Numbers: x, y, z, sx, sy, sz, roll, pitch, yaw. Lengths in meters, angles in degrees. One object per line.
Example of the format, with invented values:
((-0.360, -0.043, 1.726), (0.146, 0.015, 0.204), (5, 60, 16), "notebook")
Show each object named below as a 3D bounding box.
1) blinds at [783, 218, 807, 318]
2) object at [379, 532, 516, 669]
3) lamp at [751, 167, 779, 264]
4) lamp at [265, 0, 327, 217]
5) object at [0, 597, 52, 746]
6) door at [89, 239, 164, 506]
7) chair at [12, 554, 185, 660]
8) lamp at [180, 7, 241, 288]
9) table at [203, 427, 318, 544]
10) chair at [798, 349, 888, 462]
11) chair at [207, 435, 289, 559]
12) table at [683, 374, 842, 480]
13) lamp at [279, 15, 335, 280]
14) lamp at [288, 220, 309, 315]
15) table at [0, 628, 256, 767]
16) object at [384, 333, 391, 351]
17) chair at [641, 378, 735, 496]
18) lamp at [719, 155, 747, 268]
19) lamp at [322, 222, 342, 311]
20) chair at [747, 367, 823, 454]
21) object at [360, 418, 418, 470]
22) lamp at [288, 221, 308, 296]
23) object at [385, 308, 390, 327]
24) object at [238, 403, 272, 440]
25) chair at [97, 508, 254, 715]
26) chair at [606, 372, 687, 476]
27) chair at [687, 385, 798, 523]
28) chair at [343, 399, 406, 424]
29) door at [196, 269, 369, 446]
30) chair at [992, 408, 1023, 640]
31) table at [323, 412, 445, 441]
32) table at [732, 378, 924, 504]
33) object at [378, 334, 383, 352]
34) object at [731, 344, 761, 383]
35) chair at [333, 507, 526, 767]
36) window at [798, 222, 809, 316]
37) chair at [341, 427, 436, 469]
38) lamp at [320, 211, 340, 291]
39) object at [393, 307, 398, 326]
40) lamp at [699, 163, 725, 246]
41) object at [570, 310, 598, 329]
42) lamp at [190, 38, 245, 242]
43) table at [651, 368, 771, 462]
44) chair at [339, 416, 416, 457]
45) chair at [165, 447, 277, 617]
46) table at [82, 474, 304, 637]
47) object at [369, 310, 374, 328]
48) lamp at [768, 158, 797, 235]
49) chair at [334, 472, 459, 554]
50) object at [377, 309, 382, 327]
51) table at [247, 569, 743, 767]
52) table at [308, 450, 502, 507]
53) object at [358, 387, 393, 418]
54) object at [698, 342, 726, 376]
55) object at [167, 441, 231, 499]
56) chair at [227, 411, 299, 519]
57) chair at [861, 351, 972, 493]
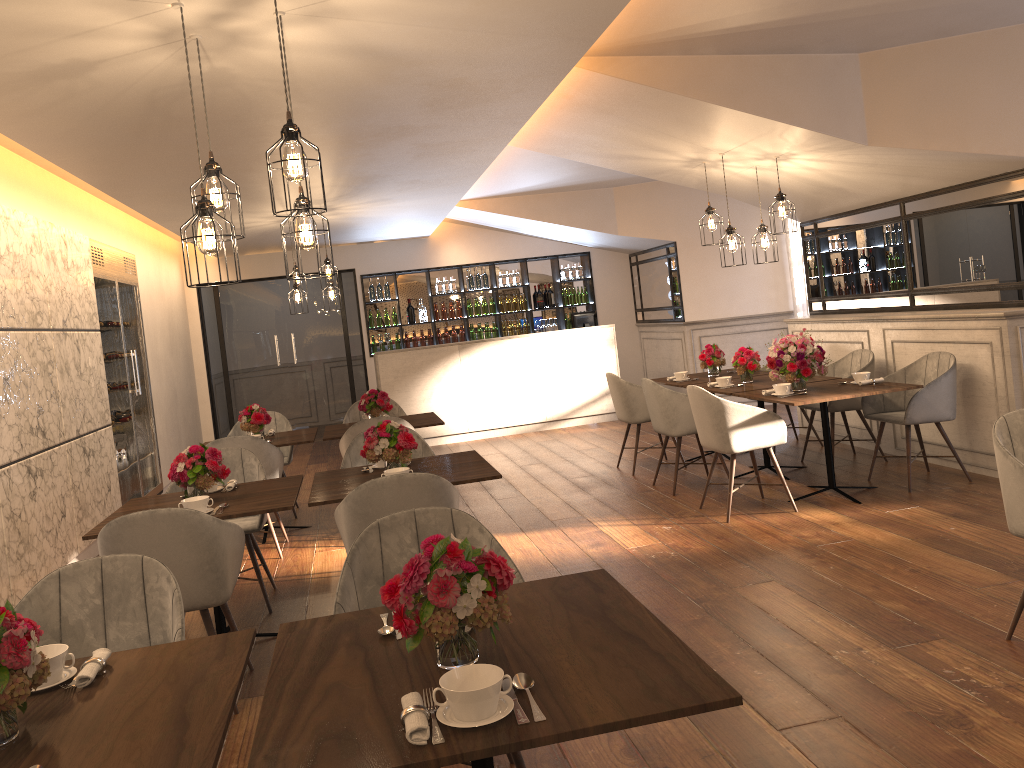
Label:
((3.480, -1.081, 10.000), (0.134, 2.695, 1.381), (-7, 2, -10), "blinds")
((-0.140, 0.461, 1.942), (0.306, 0.301, 0.234), (-8, 3, -33), "object")
((1.845, -1.960, 6.807), (0.175, 2.068, 0.175), (-7, 1, -9), "lamp")
((-0.818, -1.592, 2.913), (0.175, 2.068, 0.175), (-7, 1, -9), "lamp")
((-1.076, 0.579, 1.798), (0.234, 0.301, 0.305), (-7, 3, -9), "object")
((-3.572, -0.052, 8.276), (0.134, 2.465, 1.859), (-7, 2, -10), "door")
((-1.160, 0.975, 2.473), (0.565, 0.871, 0.526), (-7, 2, -10), "chair")
((-1.151, -1.371, 3.056), (0.175, 2.068, 0.175), (-7, 1, -9), "lamp")
((-1.917, 0.796, 6.792), (0.897, 0.720, 0.897), (-7, 3, -10), "table")
((2.603, 0.186, 7.017), (0.527, 0.871, 0.565), (-7, 2, -10), "chair")
((-1.858, 0.765, 6.135), (0.565, 0.871, 0.526), (-7, 2, -10), "chair")
((1.966, 0.342, 6.919), (0.897, 0.720, 0.897), (-7, 3, -10), "table")
((-0.857, -1.419, 3.240), (0.175, 2.068, 0.175), (-7, 1, -9), "lamp")
((-2.189, -1.711, 8.615), (0.175, 2.068, 0.175), (-7, 1, -9), "lamp")
((-0.991, 1.083, 1.822), (0.897, 0.720, 0.897), (-7, 3, -10), "table")
((-1.491, -0.504, 10.642), (0.065, 0.207, 0.145), (-7, 2, -19), "object")
((1.309, 0.354, 6.758), (0.527, 0.871, 0.565), (-7, 2, -10), "chair")
((1.550, -1.912, 6.623), (0.175, 2.068, 0.175), (-7, 1, -9), "lamp")
((-1.894, -1.759, 8.798), (0.175, 2.068, 0.175), (-7, 1, -9), "lamp")
((2.431, 0.132, 7.940), (0.527, 0.871, 0.565), (-7, 2, -10), "chair")
((-0.612, 0.314, 4.476), (0.304, 0.301, 0.235), (-5, 3, 22), "object")
((-2.271, -1.922, 8.934), (0.175, 2.068, 0.175), (-7, 1, -9), "lamp")
((-1.746, -0.935, 12.369), (0.066, 0.261, 0.065), (-7, 2, -32), "object")
((-1.958, 0.284, 6.787), (0.235, 0.301, 0.304), (-8, 3, -35), "object")
((-1.404, 0.906, 3.699), (0.565, 0.871, 0.526), (-7, 2, -10), "chair")
((1.137, 0.301, 7.681), (0.527, 0.871, 0.565), (-7, 2, -10), "chair")
((1.481, 0.407, 5.834), (0.527, 0.871, 0.565), (-7, 2, -10), "chair")
((-1.149, 0.566, 7.618), (0.565, 0.871, 0.526), (-7, 2, -10), "chair")
((-3.083, -0.309, 12.165), (2.108, 2.331, 0.273), (-7, 1, -10), "door")
((2.116, 0.541, 3.233), (0.565, 0.871, 0.526), (-7, 2, -10), "chair")
((-0.980, 0.675, 6.967), (0.897, 0.720, 0.897), (-7, 3, -10), "table")
((2.138, 0.396, 5.996), (0.897, 0.720, 0.897), (-7, 3, -10), "table")
((-1.573, -0.493, 10.622), (0.065, 0.207, 0.065), (-7, 2, -19), "object")
((1.837, -0.163, 6.979), (0.234, 0.301, 0.306), (-6, 3, 9), "object")
((-0.223, 0.854, 2.648), (0.565, 0.871, 0.526), (-7, 2, -10), "chair")
((5.103, -0.587, 3.516), (0.495, 2.385, 14.533), (-7, 4, -14), "window")
((-0.695, 0.707, 5.182), (0.565, 0.871, 0.526), (-7, 2, -10), "chair")
((-1.856, -1.933, 8.471), (0.175, 2.068, 0.175), (-7, 1, -9), "lamp")
((-1.638, -0.949, 12.389), (0.066, 0.261, 0.065), (-7, 2, -32), "object")
((1.468, -2.123, 6.942), (0.175, 2.068, 0.175), (-7, 1, -9), "lamp")
((0.939, -0.756, 11.255), (0.410, 0.328, 0.129), (-9, 2, -33), "object")
((-1.233, -1.582, 3.375), (0.175, 2.068, 0.175), (-7, 1, -9), "lamp")
((1.794, 0.289, 7.842), (0.897, 0.720, 0.897), (-7, 3, -10), "table")
((-0.921, 0.644, 6.310), (0.565, 0.871, 0.526), (-7, 2, -10), "chair")
((-1.632, 0.828, 5.008), (0.565, 0.871, 0.526), (-7, 2, -10), "chair")
((-1.463, 0.937, 4.356), (0.897, 0.720, 0.897), (-7, 3, -10), "table")
((-1.962, -0.907, 12.329), (0.066, 0.261, 0.065), (-7, 2, -32), "object")
((1.883, -2.133, 6.480), (0.175, 2.068, 0.175), (-7, 1, -9), "lamp")
((-0.467, 0.785, 3.874), (0.565, 0.871, 0.526), (-7, 2, -10), "chair")
((-1.854, -0.921, 12.349), (0.066, 0.261, 0.065), (-7, 2, -32), "object")
((-0.055, 0.963, 1.996), (0.897, 0.720, 0.897), (-7, 3, -10), "table")
((-0.526, 0.816, 4.531), (0.897, 0.720, 0.897), (-7, 3, -10), "table")
((-1.086, 0.172, 6.957), (0.304, 0.301, 0.235), (-4, 3, 37), "object")
((1.757, -0.222, 7.795), (0.233, 0.301, 0.306), (-5, 3, 37), "object")
((-1.544, 0.431, 4.331), (0.305, 0.301, 0.235), (-6, 3, 11), "object")
((-2.086, 0.687, 7.444), (0.565, 0.871, 0.526), (-7, 2, -10), "chair")
((2.775, 0.239, 6.094), (0.527, 0.871, 0.565), (-7, 2, -10), "chair")
